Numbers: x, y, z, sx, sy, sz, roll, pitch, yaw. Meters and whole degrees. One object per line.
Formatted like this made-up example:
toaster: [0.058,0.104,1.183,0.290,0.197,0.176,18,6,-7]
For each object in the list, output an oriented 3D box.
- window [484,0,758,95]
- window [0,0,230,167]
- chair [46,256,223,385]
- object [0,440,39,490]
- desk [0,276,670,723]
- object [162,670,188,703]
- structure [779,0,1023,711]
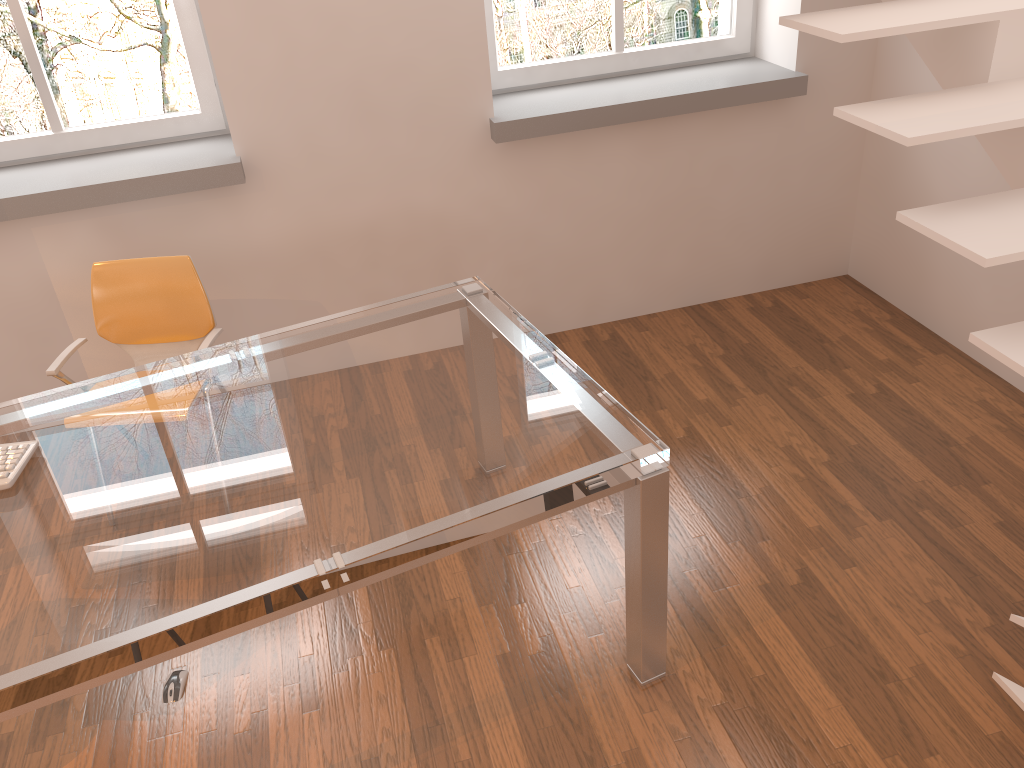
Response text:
window: [0.397,-2.074,3.431,1.308,1.737,0.142,-12,32,-10]
window: [-1.811,-1.613,3.016,1.308,1.737,0.142,-12,32,-10]
chair: [-1.199,0.046,2.984,0.495,0.829,0.464,-4,32,2]
object: [-1.384,0.209,2.091,0.467,0.031,0.200,-7,32,-2]
desk: [-0.860,0.532,2.234,2.239,0.750,1.092,-17,34,-19]
object: [-0.935,0.833,2.459,0.054,0.035,0.115,-7,32,-2]
structure: [-0.273,-0.504,1.654,4.630,3.042,3.450,-12,32,-10]
